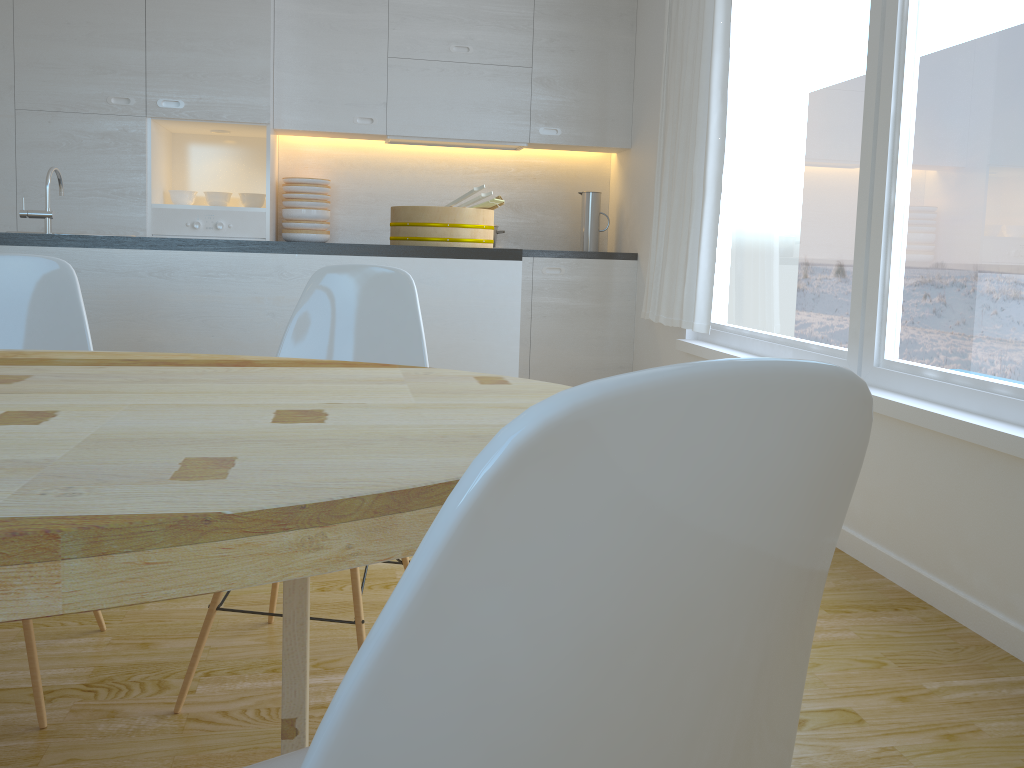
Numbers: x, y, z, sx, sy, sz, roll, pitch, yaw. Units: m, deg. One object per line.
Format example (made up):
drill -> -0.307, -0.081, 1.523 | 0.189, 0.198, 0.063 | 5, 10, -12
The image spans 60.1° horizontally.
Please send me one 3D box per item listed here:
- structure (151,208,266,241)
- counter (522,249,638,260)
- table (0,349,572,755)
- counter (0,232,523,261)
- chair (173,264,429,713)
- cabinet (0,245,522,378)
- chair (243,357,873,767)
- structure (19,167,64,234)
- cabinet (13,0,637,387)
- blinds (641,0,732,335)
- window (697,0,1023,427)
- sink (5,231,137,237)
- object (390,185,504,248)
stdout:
structure -> -1.560, -0.597, 4.556 | 0.560, 0.592, 0.049 | 1, 5, -11
counter -> -0.333, -0.763, 5.071 | 2.000, 0.040, 0.605 | 0, 9, -11
table -> -0.915, 0.385, 1.136 | 2.189, 0.721, 1.202 | 0, 8, -12
counter -> -1.199, -0.489, 3.079 | 2.400, 0.040, 0.605 | 0, 9, -11
chair -> -0.419, 0.189, 1.958 | 0.430, 0.896, 0.526 | 3, 6, 9
cabinet -> -1.214, -0.019, 3.121 | 2.400, 0.905, 0.604 | 0, 6, -11
chair -> -0.065, 0.399, 0.651 | 0.430, 0.896, 0.526 | -2, 7, -36
structure -> -1.498, -0.589, 2.832 | 0.097, 0.214, 0.163 | 1, 6, -11
cabinet -> -0.900, -1.073, 4.869 | 3.200, 2.288, 0.484 | 0, 5, -11
blinds -> 0.786, -1.344, 4.128 | 0.150, 2.147, 0.800 | 1, 6, -11
window -> 1.225, -0.954, 2.862 | 0.088, 1.906, 2.746 | 1, 8, -11
sink -> -1.516, -0.442, 3.057 | 0.405, 0.156, 0.405 | 7, 9, 30
object -> -0.229, -0.604, 3.215 | 0.430, 0.213, 0.381 | 4, 8, 17
